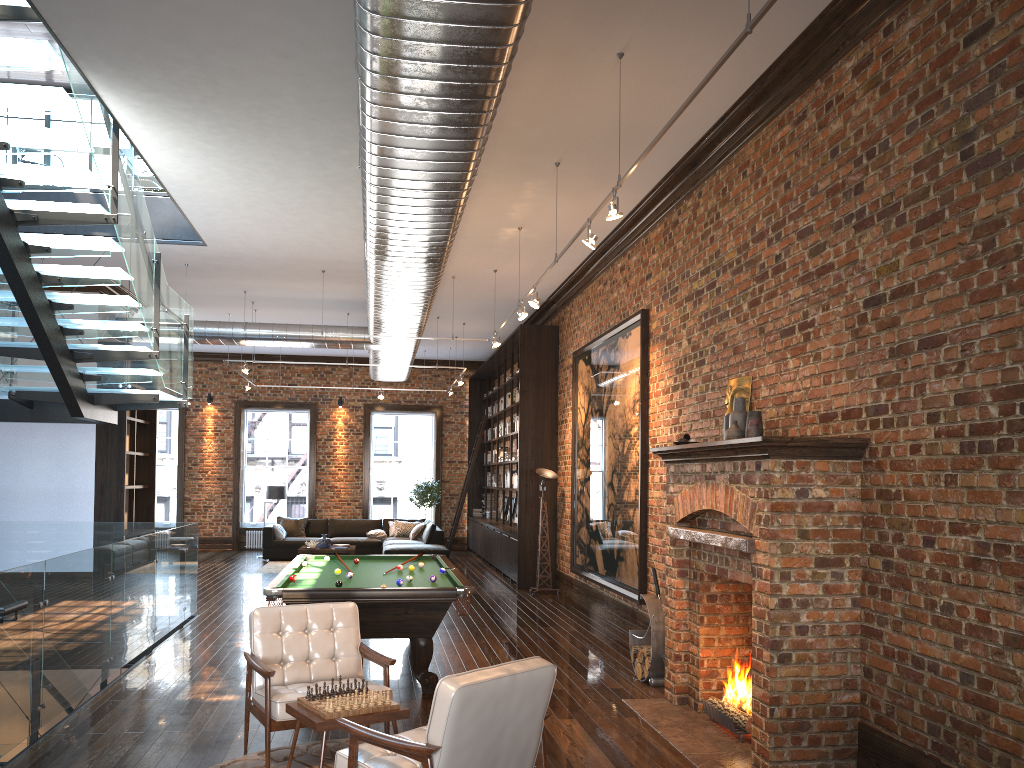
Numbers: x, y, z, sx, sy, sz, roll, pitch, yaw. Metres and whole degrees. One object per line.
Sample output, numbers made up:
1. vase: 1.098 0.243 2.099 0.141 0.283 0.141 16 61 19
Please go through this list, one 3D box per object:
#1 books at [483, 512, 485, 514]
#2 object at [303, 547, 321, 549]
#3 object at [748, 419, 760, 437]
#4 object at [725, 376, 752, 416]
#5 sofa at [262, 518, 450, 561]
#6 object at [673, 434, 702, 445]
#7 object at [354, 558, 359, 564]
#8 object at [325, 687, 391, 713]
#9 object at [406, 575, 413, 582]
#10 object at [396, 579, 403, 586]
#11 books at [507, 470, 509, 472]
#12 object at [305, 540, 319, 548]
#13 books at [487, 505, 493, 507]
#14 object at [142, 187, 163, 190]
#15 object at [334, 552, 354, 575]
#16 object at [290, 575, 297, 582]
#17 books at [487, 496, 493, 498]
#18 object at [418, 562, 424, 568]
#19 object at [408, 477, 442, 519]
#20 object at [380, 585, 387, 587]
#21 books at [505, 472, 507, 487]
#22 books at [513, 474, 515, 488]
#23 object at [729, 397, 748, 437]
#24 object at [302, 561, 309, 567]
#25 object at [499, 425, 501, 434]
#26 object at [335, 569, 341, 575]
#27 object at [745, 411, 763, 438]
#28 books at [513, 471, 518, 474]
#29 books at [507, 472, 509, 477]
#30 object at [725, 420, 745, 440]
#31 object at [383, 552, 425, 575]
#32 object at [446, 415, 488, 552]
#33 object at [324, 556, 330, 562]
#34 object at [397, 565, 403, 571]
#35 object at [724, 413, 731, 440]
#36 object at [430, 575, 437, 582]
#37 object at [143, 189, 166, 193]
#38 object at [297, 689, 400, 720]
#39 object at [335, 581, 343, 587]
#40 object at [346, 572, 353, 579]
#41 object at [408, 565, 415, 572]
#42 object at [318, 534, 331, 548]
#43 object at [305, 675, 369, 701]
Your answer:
1. books: -0.553 2.974 20.461 0.241 0.023 0.263 1 -6 -4
2. object: -3.652 2.998 16.204 0.267 0.018 0.202 -1 -6 15
3. object: 1.634 0.322 5.990 0.082 0.178 0.082 -1 -3 33
4. object: 1.675 0.223 6.707 0.125 0.534 0.410 1 -3 -9
5. sofa: -3.078 3.055 17.083 3.501 0.801 3.466 2 -6 -9
6. object: 1.315 0.422 6.603 0.237 0.105 0.238 1 -5 2
7. object: -1.539 1.755 8.774 0.057 0.057 0.057 -2 -5 40
8. object: -0.757 1.544 4.380 0.335 0.100 0.076 5 -5 -34
9. object: -0.845 1.604 7.306 0.057 0.057 0.057 -2 -4 30
10. object: -0.890 1.574 7.035 0.057 0.057 0.057 1 -4 -4
11. books: -0.019 1.865 17.412 0.144 0.336 0.013 1 -1 -9
12. object: -3.643 2.929 16.218 0.219 0.159 0.219 -2 -5 33
13. books: -0.525 2.813 20.468 0.183 0.033 0.272 1 -6 -3
14. object: -4.666 -2.564 11.366 0.540 0.767 0.521 1 -3 1
15. object: -1.626 1.721 8.546 0.028 0.072 1.612 1 -6 -17
16. object: -1.777 1.582 7.204 0.057 0.057 0.057 -2 -5 38
17. books: -0.522 2.607 20.468 0.184 0.030 0.266 1 -6 -3
18. object: -0.868 1.730 8.473 0.057 0.057 0.057 -2 -5 36
19. object: -1.997 3.049 20.190 0.812 1.859 0.803 1 -2 0
20. object: -0.959 1.529 6.624 0.057 0.057 0.057 0 -4 9
21. books: -0.039 1.890 17.479 0.184 0.300 0.016 1 -1 -9
22. books: 0.107 1.811 16.546 0.159 0.269 0.032 1 -1 -9
23. object: 1.614 0.269 6.293 0.145 0.349 0.145 0 -2 28
24. object: -1.958 1.710 8.408 0.057 0.057 0.057 1 -4 -10
25. object: -0.230 0.951 17.887 0.075 0.254 0.088 1 -2 -19
26. object: -1.525 1.646 7.763 0.057 0.057 0.057 -1 -4 28
27. object: 1.672 0.304 6.117 0.120 0.242 0.121 0 -2 11
28. books: 0.049 1.816 16.858 0.186 0.316 0.015 1 -1 -9
29. books: -0.015 1.875 17.387 0.170 0.310 0.039 1 -1 -9
30. object: 1.525 0.334 6.072 0.136 0.169 0.136 -1 -4 33
31. object: -1.037 1.737 8.636 0.028 0.072 1.614 0 -6 7
32. object: -1.011 2.225 19.554 0.897 3.067 0.496 1 -1 -9
33. object: -1.876 1.775 8.997 0.057 0.057 0.057 1 -4 -8
34. object: -1.032 1.696 8.180 0.057 0.057 0.057 4 -5 -44
35. object: 1.598 0.335 6.437 0.118 0.249 0.118 -1 -3 39
36. object: -0.649 1.608 7.319 0.057 0.057 0.057 0 -4 13
37. object: -6.057 -2.702 15.284 0.812 1.859 0.802 -1 -3 35
38. object: -0.830 1.616 4.486 0.389 0.028 0.389 5 -7 -34
39. object: -1.341 1.551 6.871 0.057 0.057 0.057 1 -4 -4
40. object: -1.372 1.617 7.488 0.057 0.057 0.057 4 -5 -38
41. object: -0.922 1.693 8.138 0.057 0.057 0.057 1 -4 -9
42. object: -3.474 2.907 16.412 0.215 0.250 0.216 -1 -4 24
43. object: -0.901 1.565 4.594 0.335 0.100 0.076 5 -5 -34
